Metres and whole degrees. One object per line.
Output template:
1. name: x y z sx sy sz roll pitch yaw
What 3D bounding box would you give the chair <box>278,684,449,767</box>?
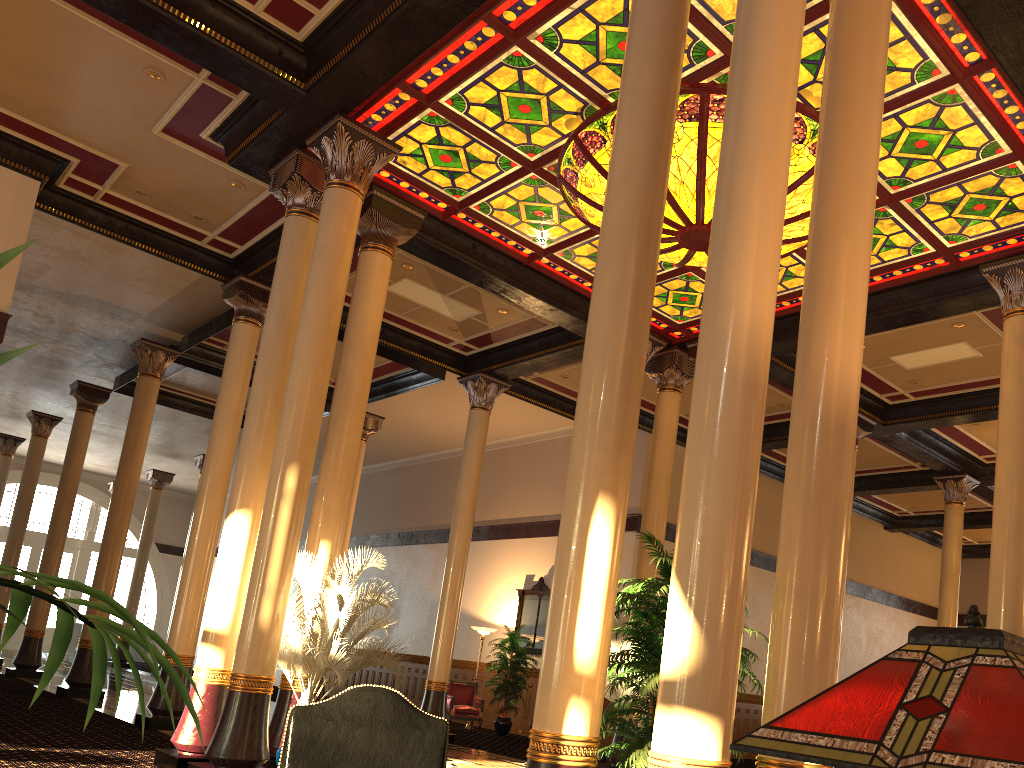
1. chair: -0.480 1.500 2.693 0.772 1.070 0.734 13 -14 -24

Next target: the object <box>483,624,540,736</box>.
1. object: -0.049 5.636 16.620 1.064 2.095 1.081 6 -11 9

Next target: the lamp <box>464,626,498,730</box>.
1. lamp: -0.704 5.880 17.375 0.571 1.959 0.605 6 -10 11

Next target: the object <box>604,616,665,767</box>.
1. object: 1.826 3.860 10.790 2.193 2.214 1.775 17 -16 -35

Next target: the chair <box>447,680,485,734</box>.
1. chair: -0.920 6.117 16.487 0.708 0.896 0.641 12 -13 -19

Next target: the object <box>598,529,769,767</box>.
1. object: 0.885 1.868 4.945 1.064 2.095 1.081 6 -11 9

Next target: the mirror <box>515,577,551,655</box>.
1. mirror: 0.506 4.633 17.421 0.212 1.511 1.345 15 -15 -38

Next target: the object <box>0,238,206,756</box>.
1. object: -0.678 0.532 0.369 1.010 1.398 1.147 10 -13 -10

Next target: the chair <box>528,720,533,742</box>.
1. chair: 0.734 5.895 15.501 0.765 1.070 0.741 11 -13 -14

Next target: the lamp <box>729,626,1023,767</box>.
1. lamp: 0.418 0.442 0.813 0.340 0.408 0.308 19 -17 -42

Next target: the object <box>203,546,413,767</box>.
1. object: -1.635 2.616 8.261 1.980 2.198 1.936 -3 -17 38

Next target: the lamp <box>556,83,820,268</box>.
1. lamp: 1.889 -1.698 8.588 3.191 0.587 2.907 22 -23 -39

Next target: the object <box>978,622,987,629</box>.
1. object: 4.049 3.166 7.707 0.997 2.094 1.151 -1 -14 38
